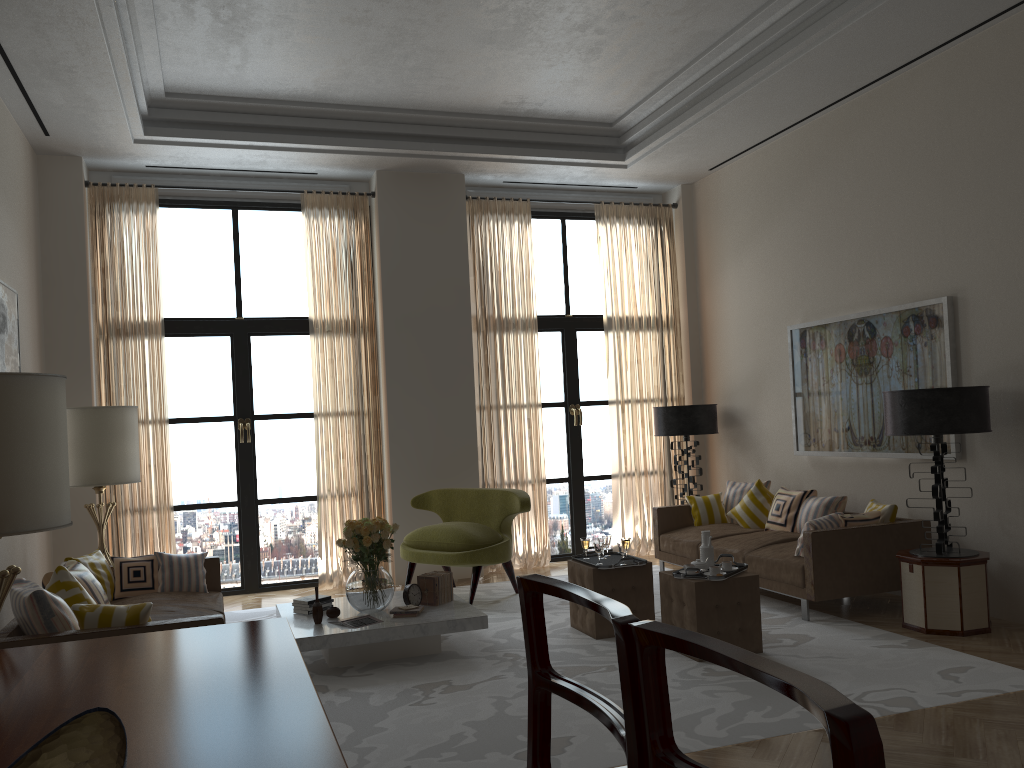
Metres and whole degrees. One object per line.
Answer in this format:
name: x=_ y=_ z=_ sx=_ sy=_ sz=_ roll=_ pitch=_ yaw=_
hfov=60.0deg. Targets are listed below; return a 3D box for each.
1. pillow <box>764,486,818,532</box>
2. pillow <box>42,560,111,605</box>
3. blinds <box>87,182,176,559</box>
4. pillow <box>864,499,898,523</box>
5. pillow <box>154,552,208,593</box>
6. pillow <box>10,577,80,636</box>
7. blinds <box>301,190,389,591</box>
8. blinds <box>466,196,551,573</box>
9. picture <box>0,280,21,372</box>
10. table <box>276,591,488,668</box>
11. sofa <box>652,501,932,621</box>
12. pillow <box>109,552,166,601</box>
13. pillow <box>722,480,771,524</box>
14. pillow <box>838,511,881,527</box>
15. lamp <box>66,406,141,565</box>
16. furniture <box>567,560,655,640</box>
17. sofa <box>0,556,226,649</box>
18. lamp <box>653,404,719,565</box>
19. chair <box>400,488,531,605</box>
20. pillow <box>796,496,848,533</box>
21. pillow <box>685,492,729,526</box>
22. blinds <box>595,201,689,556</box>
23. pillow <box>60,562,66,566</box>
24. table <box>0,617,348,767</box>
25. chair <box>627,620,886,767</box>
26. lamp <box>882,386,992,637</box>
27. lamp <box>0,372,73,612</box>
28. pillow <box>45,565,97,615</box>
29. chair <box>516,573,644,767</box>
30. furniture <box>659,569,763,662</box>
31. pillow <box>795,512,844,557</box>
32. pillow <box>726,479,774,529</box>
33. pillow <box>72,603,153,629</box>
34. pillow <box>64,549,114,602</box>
pillow: x=3.033 y=1.410 z=9.663 sx=0.403 sy=0.547 sz=0.618 roll=-2 pitch=-2 yaw=-16
pillow: x=-3.091 y=1.563 z=6.345 sx=0.403 sy=0.547 sz=0.618 roll=-2 pitch=-2 yaw=-16
blinds: x=-4.315 y=0.176 z=10.119 sx=0.780 sy=4.884 sz=0.420 roll=-3 pitch=-1 yaw=-17
pillow: x=3.484 y=1.367 z=8.496 sx=0.296 sy=0.475 sz=0.516 roll=-3 pitch=-2 yaw=2
pillow: x=-2.893 y=1.674 z=7.786 sx=0.498 sy=0.428 sz=0.327 roll=-2 pitch=-2 yaw=-31
pillow: x=-2.833 y=1.487 z=5.414 sx=0.355 sy=0.576 sz=0.624 roll=-2 pitch=-2 yaw=-40
blinds: x=-2.052 y=0.094 z=10.888 sx=0.873 sy=4.872 sz=0.418 roll=-3 pitch=-1 yaw=-16
blinds: x=-0.067 y=0.027 z=11.565 sx=0.959 sy=4.872 sz=0.419 roll=-3 pitch=-1 yaw=-17
picture: x=-3.946 y=0.081 z=6.507 sx=0.045 sy=1.997 sz=3.064 roll=-3 pitch=-2 yaw=-18
table: x=-1.179 y=2.131 z=7.705 sx=1.583 sy=0.343 sz=1.502 roll=-2 pitch=-3 yaw=-19
sofa: x=2.800 y=1.782 z=9.434 sx=1.351 sy=0.819 sz=2.982 roll=-2 pitch=-2 yaw=-19
pillow: x=-3.250 y=1.691 z=7.702 sx=0.464 sy=0.412 sz=0.304 roll=-2 pitch=-2 yaw=-21
pillow: x=2.773 y=1.441 z=10.595 sx=0.355 sy=0.576 sz=0.624 roll=-2 pitch=-2 yaw=-40
pillow: x=3.198 y=1.404 z=8.304 sx=0.464 sy=0.412 sz=0.304 roll=-2 pitch=-2 yaw=-21
lamp: x=-4.082 y=1.362 z=8.801 sx=0.768 sy=2.253 sz=0.767 roll=-3 pitch=-1 yaw=34
furniture: x=0.889 y=1.905 z=7.996 sx=0.613 sy=0.616 sz=0.614 roll=-2 pitch=-2 yaw=-19
sofa: x=-2.822 y=1.929 z=6.563 sx=1.351 sy=0.819 sz=2.982 roll=-2 pitch=-2 yaw=-19
lamp: x=2.304 y=1.290 z=11.554 sx=0.829 sy=2.017 sz=0.830 roll=-3 pitch=-1 yaw=-14
chair: x=-0.616 y=1.793 z=9.791 sx=1.792 sy=1.213 sz=1.029 roll=-4 pitch=-2 yaw=39
pillow: x=3.214 y=1.451 z=9.321 sx=0.371 sy=0.565 sz=0.660 roll=-2 pitch=-2 yaw=-23
pillow: x=2.353 y=1.524 z=10.608 sx=0.482 sy=0.432 sz=0.318 roll=-3 pitch=-1 yaw=-9
blinds: x=1.803 y=-0.036 z=12.199 sx=1.241 sy=4.872 sz=0.419 roll=-2 pitch=-1 yaw=-17
pillow: x=-3.267 y=1.650 z=6.685 sx=0.371 sy=0.565 sz=0.660 roll=-2 pitch=-2 yaw=-23
table: x=-1.315 y=1.566 z=2.217 sx=1.799 sy=1.026 sz=3.804 roll=-2 pitch=-3 yaw=-19
chair: x=0.065 y=1.213 z=1.348 sx=0.877 sy=1.505 sz=0.656 roll=-2 pitch=-1 yaw=-19
lamp: x=3.655 y=1.048 z=7.546 sx=0.829 sy=2.017 sz=0.830 roll=-2 pitch=-1 yaw=-18
lamp: x=-2.587 y=1.095 z=4.387 sx=0.768 sy=2.253 sz=0.767 roll=-4 pitch=-1 yaw=37
pillow: x=-2.887 y=1.490 z=5.816 sx=0.767 sy=0.617 sz=0.355 roll=-4 pitch=-2 yaw=25
chair: x=-0.153 y=1.251 z=1.957 sx=0.877 sy=1.505 sz=0.656 roll=-2 pitch=-1 yaw=-19
furniture: x=1.594 y=1.834 z=7.148 sx=0.613 sy=0.616 sz=0.614 roll=-2 pitch=-2 yaw=-19
pillow: x=2.840 y=1.414 z=8.221 sx=0.498 sy=0.428 sz=0.327 roll=-2 pitch=-2 yaw=-31
pillow: x=2.825 y=1.405 z=10.194 sx=0.767 sy=0.617 sz=0.355 roll=-4 pitch=-2 yaw=25
pillow: x=-2.408 y=1.527 z=5.399 sx=0.482 sy=0.432 sz=0.318 roll=-3 pitch=-1 yaw=-9
pillow: x=-3.539 y=1.665 z=7.511 sx=0.296 sy=0.475 sz=0.516 roll=-3 pitch=-2 yaw=2
